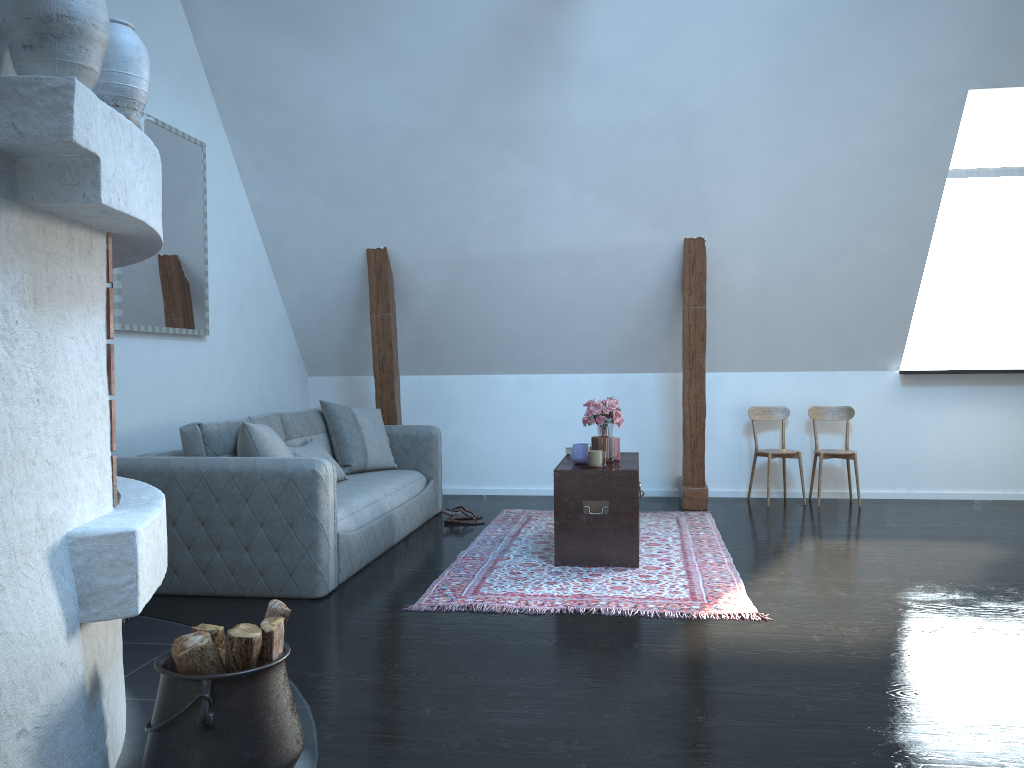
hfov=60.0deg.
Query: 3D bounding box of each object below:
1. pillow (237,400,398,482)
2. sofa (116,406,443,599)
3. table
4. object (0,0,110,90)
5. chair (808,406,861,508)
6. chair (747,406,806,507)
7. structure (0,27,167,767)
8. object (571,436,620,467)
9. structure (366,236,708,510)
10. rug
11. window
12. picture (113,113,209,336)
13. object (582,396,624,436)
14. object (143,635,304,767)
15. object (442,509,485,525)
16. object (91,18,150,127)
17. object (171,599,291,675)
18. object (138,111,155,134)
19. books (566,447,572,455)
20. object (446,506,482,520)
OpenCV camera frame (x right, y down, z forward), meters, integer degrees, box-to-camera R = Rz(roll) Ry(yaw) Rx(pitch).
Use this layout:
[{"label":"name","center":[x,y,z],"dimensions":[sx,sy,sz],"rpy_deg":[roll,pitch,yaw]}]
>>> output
[{"label":"pillow","center":[-1.106,0.368,5.157],"dimensions":[0.444,0.515,2.075],"rpy_deg":[0,1,8]},{"label":"sofa","center":[-1.203,0.546,5.155],"dimensions":[1.107,0.770,2.458],"rpy_deg":[0,1,8]},{"label":"table","center":[0.498,0.666,4.910],"dimensions":[0.471,0.492,0.962],"rpy_deg":[0,1,8]},{"label":"object","center":[-0.949,-0.731,1.847],"dimensions":[0.203,0.314,0.203],"rpy_deg":[-1,1,-8]},{"label":"chair","center":[2.320,0.513,6.382],"dimensions":[0.329,0.696,0.342],"rpy_deg":[0,1,10]},{"label":"chair","center":[1.924,0.516,6.460],"dimensions":[0.329,0.696,0.342],"rpy_deg":[-1,1,-9]},{"label":"structure","center":[-2.339,-1.332,1.932],"dimensions":[3.049,4.752,3.058],"rpy_deg":[0,1,17]},{"label":"object","center":[0.441,0.360,4.796],"dimensions":[0.215,0.138,0.413],"rpy_deg":[0,1,20]},{"label":"structure","center":[5.132,-0.130,5.926],"dimensions":[12.350,1.963,1.023],"rpy_deg":[0,1,8]},{"label":"rug","center":[0.475,0.906,4.890],"dimensions":[1.512,0.029,2.647],"rpy_deg":[0,1,8]},{"label":"window","center":[4.912,-2.182,3.473],"dimensions":[8.018,4.249,5.959],"rpy_deg":[0,1,8]},{"label":"picture","center":[-1.963,-0.881,5.005],"dimensions":[0.025,1.185,0.965],"rpy_deg":[0,1,8]},{"label":"object","center":[0.523,0.244,5.140],"dimensions":[0.235,0.351,0.234],"rpy_deg":[-1,1,-32]},{"label":"object","center":[-0.720,0.832,2.224],"dimensions":[0.384,0.313,0.384],"rpy_deg":[0,1,35]},{"label":"object","center":[-0.314,0.859,5.751],"dimensions":[0.277,0.090,0.101],"rpy_deg":[-1,1,-3]},{"label":"object","center":[-0.945,-0.717,2.109],"dimensions":[0.158,0.274,0.158],"rpy_deg":[-2,2,-43]},{"label":"object","center":[-0.705,0.749,2.207],"dimensions":[0.270,0.370,0.240],"rpy_deg":[-1,1,8]},{"label":"object","center":[-0.983,-0.675,2.291],"dimensions":[0.064,0.114,0.161],"rpy_deg":[0,1,11]},{"label":"books","center":[0.459,0.400,5.282],"dimensions":[0.243,0.034,0.179],"rpy_deg":[-1,1,-14]},{"label":"object","center":[-0.324,0.856,5.911],"dimensions":[0.277,0.090,0.101],"rpy_deg":[-1,1,-35]}]
